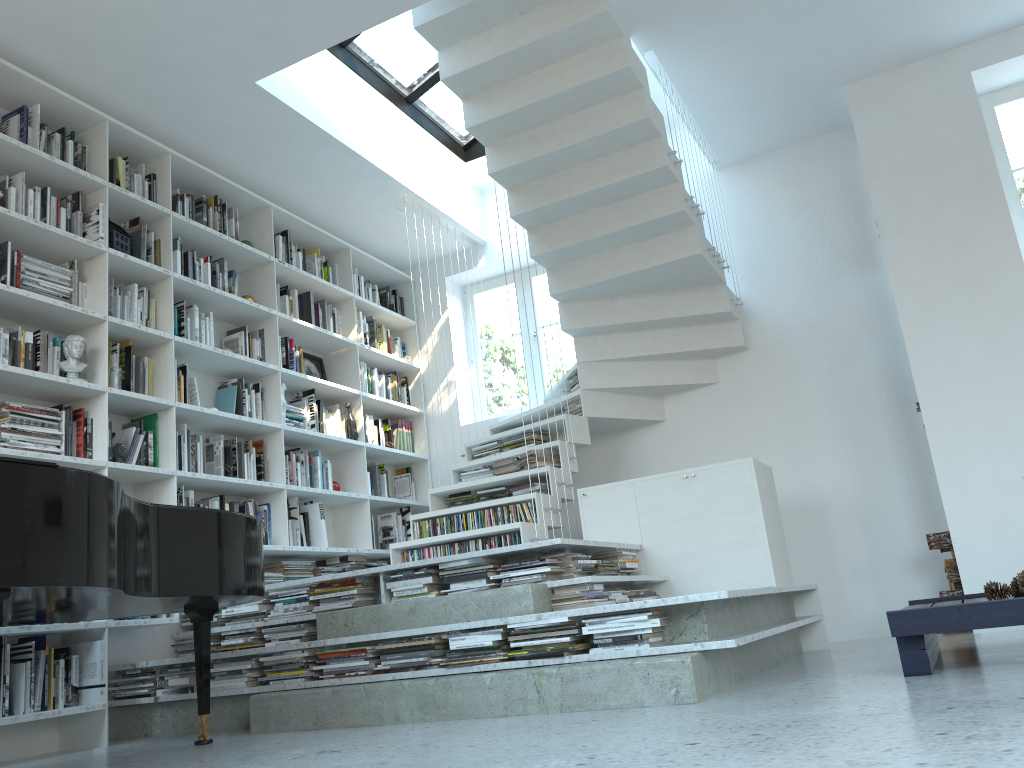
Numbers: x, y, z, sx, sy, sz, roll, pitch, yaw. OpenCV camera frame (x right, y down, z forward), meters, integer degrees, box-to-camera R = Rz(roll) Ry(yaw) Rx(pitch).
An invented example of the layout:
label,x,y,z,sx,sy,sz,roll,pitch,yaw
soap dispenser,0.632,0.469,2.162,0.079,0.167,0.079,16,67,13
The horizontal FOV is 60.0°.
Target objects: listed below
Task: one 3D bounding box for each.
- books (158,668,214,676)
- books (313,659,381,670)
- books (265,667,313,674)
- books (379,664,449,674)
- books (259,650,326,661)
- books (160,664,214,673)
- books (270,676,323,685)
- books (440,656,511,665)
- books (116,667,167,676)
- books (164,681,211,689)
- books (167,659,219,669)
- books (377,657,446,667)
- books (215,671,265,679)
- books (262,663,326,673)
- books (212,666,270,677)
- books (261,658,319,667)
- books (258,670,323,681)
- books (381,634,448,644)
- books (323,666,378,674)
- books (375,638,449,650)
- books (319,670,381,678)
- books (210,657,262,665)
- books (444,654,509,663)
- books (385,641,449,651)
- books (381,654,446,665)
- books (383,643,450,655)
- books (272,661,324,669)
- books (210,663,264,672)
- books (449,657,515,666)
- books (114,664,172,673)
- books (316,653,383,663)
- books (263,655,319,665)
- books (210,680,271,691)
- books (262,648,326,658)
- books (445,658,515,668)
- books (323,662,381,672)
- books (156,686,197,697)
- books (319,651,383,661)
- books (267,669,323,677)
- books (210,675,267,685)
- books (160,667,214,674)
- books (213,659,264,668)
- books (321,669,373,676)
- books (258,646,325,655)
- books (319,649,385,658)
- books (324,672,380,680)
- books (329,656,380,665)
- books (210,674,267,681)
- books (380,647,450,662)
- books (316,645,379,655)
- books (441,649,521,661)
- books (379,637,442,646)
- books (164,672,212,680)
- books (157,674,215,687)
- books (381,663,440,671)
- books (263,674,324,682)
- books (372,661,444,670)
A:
label,x,y,z,sx,sy,sz,roll,pitch,yaw
books,-1.488,1.338,4.129,0.292,0.009,0.160,-14,-17,26
books,-0.664,1.175,3.727,0.287,0.013,0.182,-14,-17,25
books,-0.928,1.247,3.875,0.294,0.008,0.123,-15,-17,27
books,-0.379,1.153,3.599,0.291,0.012,0.142,-15,-17,28
books,-0.945,1.185,3.871,0.253,0.015,0.171,-13,-16,21
books,-1.484,1.325,4.146,0.298,0.014,0.135,-14,-17,25
books,-0.929,1.285,3.853,0.180,0.014,0.157,-13,-16,21
books,-0.112,1.076,3.469,0.297,0.005,0.171,-13,-17,23
books,-1.751,1.375,4.258,0.234,0.014,0.158,-13,-16,22
books,-1.481,1.393,4.116,0.206,0.012,0.148,-12,-16,19
books,-1.488,1.309,4.145,0.200,0.018,0.137,-15,-17,28
books,-0.383,1.128,3.603,0.290,0.008,0.147,-12,-16,20
books,-1.207,1.310,3.999,0.206,0.012,0.148,-14,-17,25
books,-0.937,1.234,3.861,0.246,0.011,0.159,-12,-16,20
books,-1.217,1.291,3.989,0.193,0.020,0.171,-15,-17,28
books,-0.942,1.211,3.863,0.242,0.009,0.170,-12,-16,20
books,-0.934,1.265,3.854,0.292,0.012,0.159,-13,-16,21
books,-0.393,1.041,3.627,0.239,0.008,0.160,-14,-17,25
books,-0.650,1.203,3.742,0.269,0.009,0.132,-14,-17,25
books,-0.395,1.056,3.613,0.281,0.014,0.171,-13,-16,21
books,-0.659,1.212,3.719,0.254,0.008,0.161,-15,-17,29
books,-1.219,1.248,4.007,0.285,0.006,0.160,-14,-17,26
books,-0.112,1.070,3.472,0.276,0.009,0.159,-15,-17,27
books,-0.387,1.070,3.624,0.217,0.008,0.150,-13,-17,23
books,-0.388,1.117,3.598,0.220,0.011,0.178,-14,-17,26
books,-0.387,1.082,3.619,0.239,0.017,0.143,-12,-16,20
books,-0.933,1.225,3.876,0.180,0.013,0.140,-15,-17,27
books,-1.220,1.274,3.991,0.294,0.015,0.180,-13,-16,22
books,-0.110,1.083,3.471,0.236,0.008,0.148,-15,-17,29
books,-1.755,1.363,4.255,0.269,0.007,0.157,-15,-17,29
books,-0.661,1.154,3.744,0.298,0.009,0.155,-14,-17,25
books,-0.947,1.198,3.860,0.199,0.016,0.183,-15,-17,29
books,-1.211,1.345,3.972,0.230,0.026,0.178,-15,-17,27
books,-0.945,1.173,3.876,0.228,0.011,0.175,-13,-17,23
books,-0.118,1.086,3.452,0.225,0.005,0.193,-12,-16,20
books,-0.655,1.191,3.739,0.249,0.014,0.130,-12,-16,19
books,-1.484,1.411,4.101,0.238,0.030,0.189,-14,-17,24
books,-0.664,1.145,3.743,0.242,0.009,0.170,-14,-17,24
books,-0.933,1.254,3.861,0.205,0.012,0.165,-14,-17,24
books,-1.211,1.327,3.983,0.221,0.014,0.172,-14,-17,25
books,-1.485,1.334,4.138,0.290,0.005,0.126,-12,-16,19
books,-1.211,1.262,4.015,0.256,0.018,0.130,-15,-17,27
books,-0.650,1.210,3.740,0.296,0.005,0.129,-14,-17,26
books,-0.953,1.162,3.865,0.225,0.005,0.193,-12,-16,20
books,-0.669,1.133,3.738,0.236,0.014,0.166,-12,-16,19
books,-0.651,1.223,3.730,0.236,0.008,0.148,-13,-17,23
books,-0.656,1.166,3.749,0.180,0.013,0.140,-14,-17,25
books,-1.206,1.319,3.998,0.300,0.007,0.149,-14,-17,24
books,-0.389,1.100,3.604,0.244,0.025,0.161,-12,-16,19
books,-0.672,1.119,3.739,0.249,0.012,0.179,-13,-16,21
books,-0.116,1.060,3.469,0.268,0.008,0.180,-13,-17,23
books,-0.390,1.049,3.628,0.268,0.007,0.157,-14,-17,24
books,-1.482,1.353,4.135,0.231,0.019,0.143,-14,-17,25
books,-1.492,1.370,4.104,0.213,0.028,0.191,-15,-17,28
books,-0.380,1.144,3.600,0.263,0.007,0.155,-14,-17,26
books,-0.927,1.276,3.863,0.283,0.008,0.140,-13,-16,22
books,-0.391,1.132,3.585,0.291,0.009,0.190,-15,-17,27
